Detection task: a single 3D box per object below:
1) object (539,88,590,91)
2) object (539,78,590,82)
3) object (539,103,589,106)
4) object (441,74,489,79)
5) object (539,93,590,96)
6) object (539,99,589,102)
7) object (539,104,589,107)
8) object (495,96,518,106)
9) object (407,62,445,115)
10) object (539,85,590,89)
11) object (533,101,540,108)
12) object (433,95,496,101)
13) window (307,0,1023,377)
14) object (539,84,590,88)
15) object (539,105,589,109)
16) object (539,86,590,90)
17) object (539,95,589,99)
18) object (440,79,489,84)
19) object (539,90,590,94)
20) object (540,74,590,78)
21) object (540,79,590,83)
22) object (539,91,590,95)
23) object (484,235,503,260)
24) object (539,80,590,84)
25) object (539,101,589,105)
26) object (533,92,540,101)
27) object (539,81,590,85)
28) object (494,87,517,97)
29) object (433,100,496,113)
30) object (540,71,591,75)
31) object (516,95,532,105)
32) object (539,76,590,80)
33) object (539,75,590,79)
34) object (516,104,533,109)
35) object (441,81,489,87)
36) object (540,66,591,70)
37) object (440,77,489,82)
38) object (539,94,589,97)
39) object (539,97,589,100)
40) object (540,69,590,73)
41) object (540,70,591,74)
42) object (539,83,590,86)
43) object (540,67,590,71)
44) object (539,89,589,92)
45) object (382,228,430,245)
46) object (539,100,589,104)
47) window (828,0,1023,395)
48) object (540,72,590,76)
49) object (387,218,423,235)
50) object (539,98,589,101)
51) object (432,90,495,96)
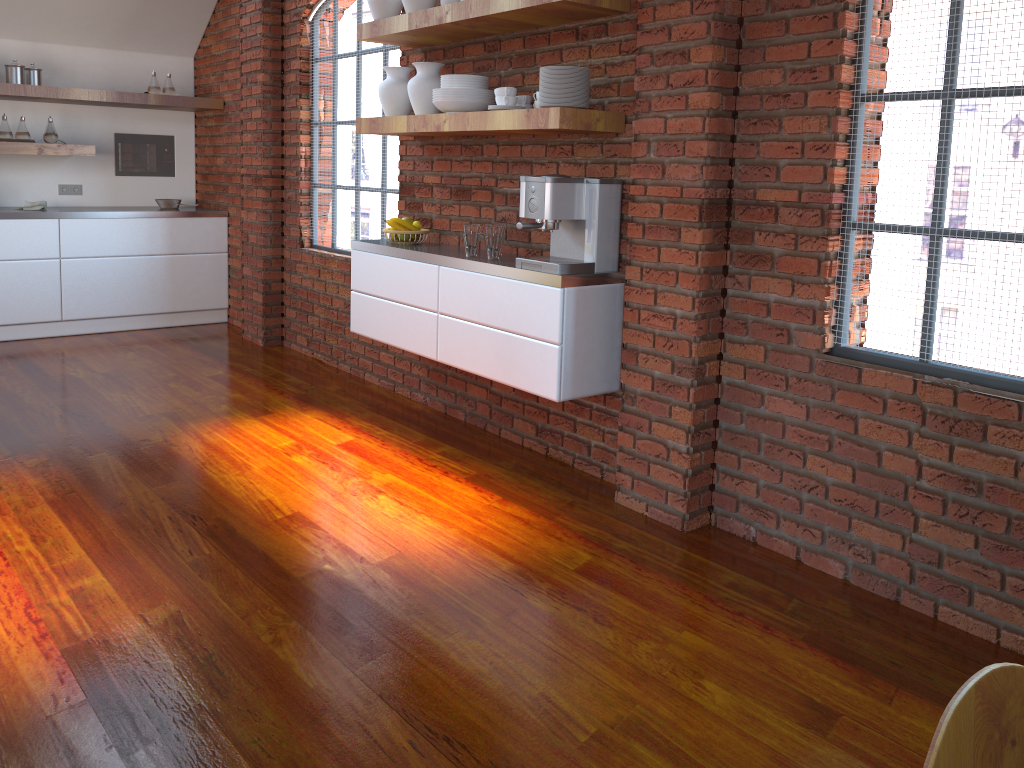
[{"bbox_3d":[0.201,-1.120,3.373,0.195,0.013,0.198,-4,15,-21],"label":"object"},{"bbox_3d":[0.202,-1.155,3.369,0.195,0.013,0.198,-4,15,-21],"label":"object"},{"bbox_3d":[0.199,-1.065,3.380,0.195,0.013,0.198,-4,15,-21],"label":"object"},{"bbox_3d":[-0.209,-1.325,3.880,0.216,0.054,0.216,14,18,42],"label":"object"},{"bbox_3d":[0.200,-1.102,3.375,0.195,0.013,0.198,-4,15,-21],"label":"object"},{"bbox_3d":[0.199,-1.079,3.378,0.195,0.013,0.198,-4,15,-21],"label":"object"},{"bbox_3d":[0.199,-1.061,3.380,0.195,0.013,0.198,-4,15,-21],"label":"object"},{"bbox_3d":[-0.025,-1.148,3.595,0.099,0.046,0.093,-10,17,-43],"label":"object"},{"bbox_3d":[-0.395,-1.376,4.134,0.193,0.245,0.195,6,10,23],"label":"object"},{"bbox_3d":[0.201,-1.128,3.372,0.195,0.013,0.198,-4,15,-21],"label":"object"},{"bbox_3d":[0.135,-1.115,3.548,0.092,0.046,0.101,1,13,-4],"label":"object"},{"bbox_3d":[-0.211,-1.237,3.890,0.284,0.054,0.285,11,16,34],"label":"object"},{"bbox_3d":[2.908,-0.958,4.099,17.616,9.751,3.657,12,13,41],"label":"window"},{"bbox_3d":[0.201,-1.133,3.371,0.195,0.013,0.198,-4,15,-21],"label":"object"},{"bbox_3d":[0.199,-1.056,3.381,0.195,0.013,0.198,-4,15,-21],"label":"object"},{"bbox_3d":[0.201,-1.125,3.372,0.195,0.013,0.198,-4,15,-21],"label":"object"},{"bbox_3d":[0.200,-1.093,3.376,0.195,0.013,0.198,-4,15,-21],"label":"object"},{"bbox_3d":[-0.209,-1.306,3.882,0.216,0.054,0.216,14,18,42],"label":"object"},{"bbox_3d":[0.200,-1.111,3.374,0.195,0.013,0.198,-4,15,-21],"label":"object"},{"bbox_3d":[0.202,-1.170,3.367,0.195,0.013,0.198,-4,15,-21],"label":"object"},{"bbox_3d":[0.201,-1.151,3.369,0.195,0.013,0.198,-4,15,-21],"label":"object"},{"bbox_3d":[0.200,-1.107,3.375,0.195,0.013,0.198,-4,15,-21],"label":"object"},{"bbox_3d":[-0.079,-0.578,3.726,0.078,0.102,0.079,-3,11,-26],"label":"object"},{"bbox_3d":[0.201,-1.146,3.370,0.195,0.013,0.198,-4,15,-21],"label":"object"},{"bbox_3d":[0.199,-1.070,3.379,0.195,0.013,0.198,-4,15,-21],"label":"object"},{"bbox_3d":[0.142,-1.147,3.546,0.092,0.057,0.102,-1,12,-15],"label":"object"},{"bbox_3d":[0.201,-1.142,3.370,0.195,0.013,0.198,-4,15,-21],"label":"object"},{"bbox_3d":[-0.029,-1.181,3.594,0.092,0.057,0.101,10,14,34],"label":"object"},{"bbox_3d":[-0.212,-1.215,3.893,0.284,0.054,0.285,11,16,34],"label":"object"},{"bbox_3d":[0.202,-1.179,3.366,0.195,0.013,0.198,-4,15,-21],"label":"object"},{"bbox_3d":[0.036,-1.204,3.767,0.092,0.057,0.102,6,13,19],"label":"object"},{"bbox_3d":[0.202,-1.160,3.368,0.195,0.013,0.198,-4,15,-21],"label":"object"},{"bbox_3d":[0.202,-1.165,3.368,0.195,0.013,0.198,-4,15,-21],"label":"object"},{"bbox_3d":[0.041,-1.172,3.770,0.093,0.046,0.100,9,14,30],"label":"object"},{"bbox_3d":[-0.210,-1.296,3.883,0.216,0.054,0.216,14,18,42],"label":"object"},{"bbox_3d":[0.203,-1.197,3.364,0.195,0.013,0.198,-4,15,-21],"label":"object"},{"bbox_3d":[-0.209,-1.315,3.881,0.216,0.054,0.216,14,18,42],"label":"object"},{"bbox_3d":[0.200,-1.097,3.376,0.195,0.013,0.198,-4,15,-21],"label":"object"},{"bbox_3d":[0.200,-1.088,3.377,0.195,0.013,0.198,-4,15,-21],"label":"object"},{"bbox_3d":[0.203,-1.188,3.365,0.195,0.013,0.198,-4,15,-21],"label":"object"},{"bbox_3d":[0.202,-1.183,3.365,0.195,0.013,0.198,-4,15,-21],"label":"object"},{"bbox_3d":[0.201,-1.138,3.371,0.195,0.013,0.198,-4,15,-21],"label":"object"},{"bbox_3d":[0.203,-1.192,3.364,0.195,0.013,0.198,-4,15,-21],"label":"object"},{"bbox_3d":[0.200,-1.115,3.374,0.195,0.013,0.198,-4,15,-21],"label":"object"},{"bbox_3d":[-0.527,-0.734,4.381,0.235,0.070,0.240,4,13,8],"label":"object"},{"bbox_3d":[0.199,-1.074,3.378,0.195,0.013,0.198,-4,15,-21],"label":"object"},{"bbox_3d":[1.437,-0.771,2.260,0.084,1.644,1.286,-4,11,-38],"label":"window"},{"bbox_3d":[0.202,-1.174,3.366,0.195,0.013,0.198,-4,15,-21],"label":"object"},{"bbox_3d":[-0.530,-0.775,4.328,0.184,0.083,0.067,2,10,-1],"label":"object"},{"bbox_3d":[0.199,-1.083,3.377,0.195,0.013,0.198,-4,15,-21],"label":"object"},{"bbox_3d":[-0.211,-1.256,3.888,0.284,0.054,0.285,11,16,34],"label":"object"}]
